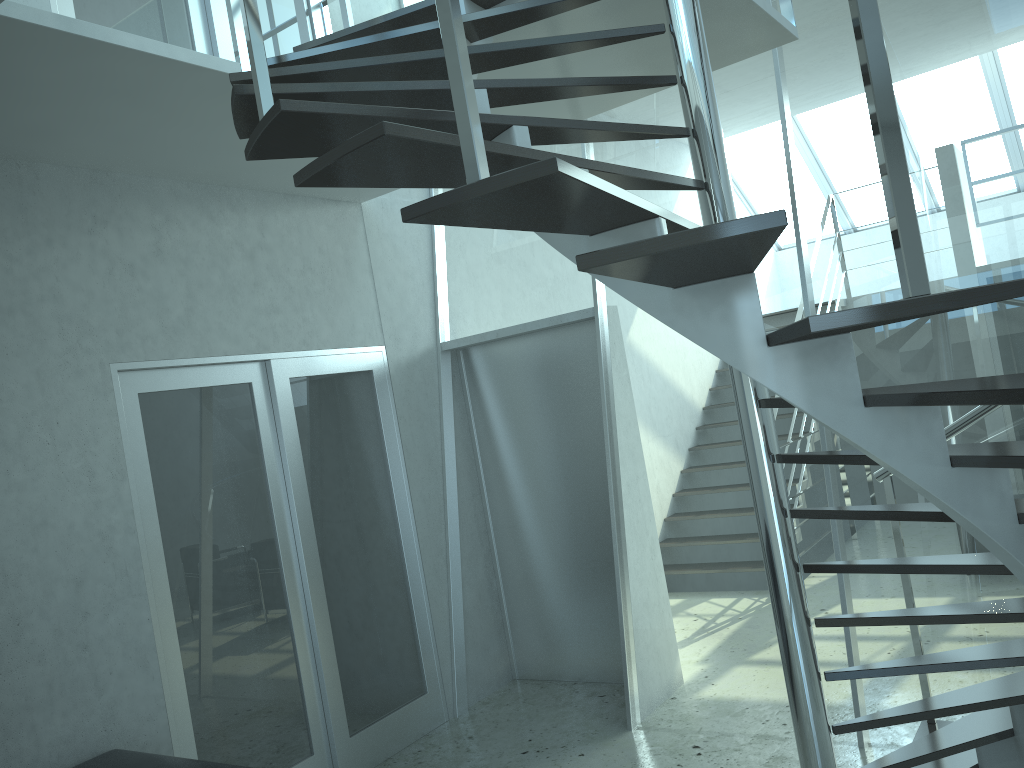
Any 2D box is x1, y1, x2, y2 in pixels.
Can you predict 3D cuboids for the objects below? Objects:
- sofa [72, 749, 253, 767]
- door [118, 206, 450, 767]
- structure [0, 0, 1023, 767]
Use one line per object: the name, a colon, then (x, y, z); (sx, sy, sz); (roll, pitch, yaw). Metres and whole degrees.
sofa: (-1.630, 1.696, 2.307); (0.943, 0.652, 2.025); (-11, -1, 34)
door: (-1.170, 0.604, 5.016); (1.162, 3.200, 2.576); (-10, -1, -8)
structure: (0.088, -0.348, 2.850); (3.780, 4.156, 2.655); (-11, -1, 34)
